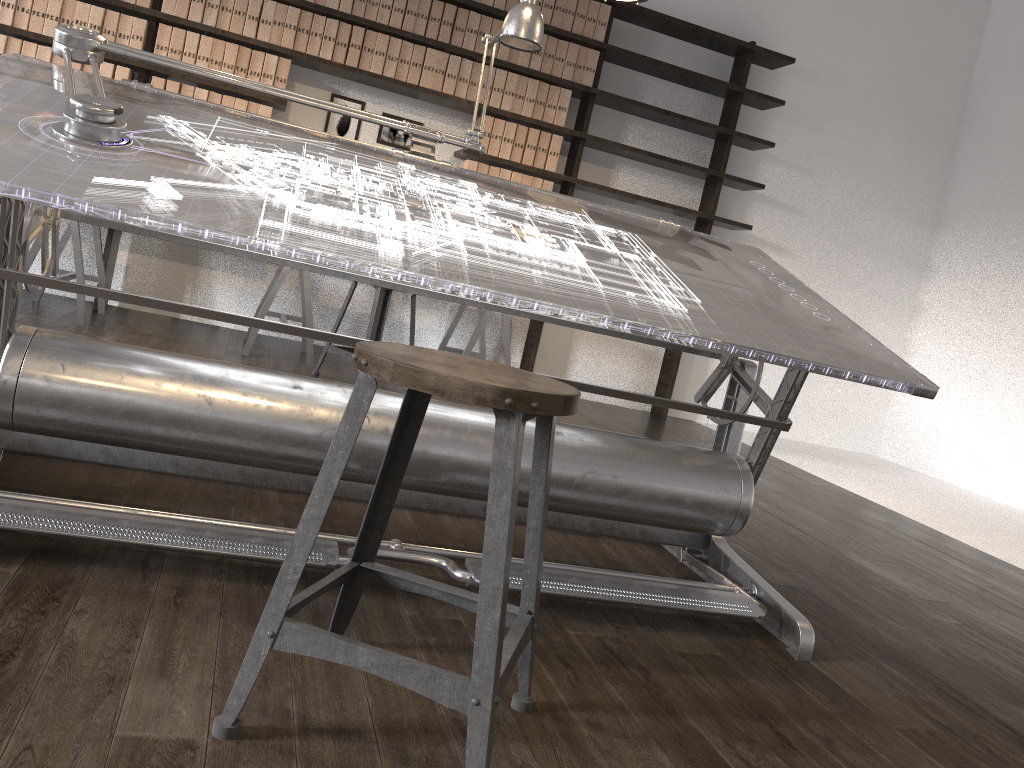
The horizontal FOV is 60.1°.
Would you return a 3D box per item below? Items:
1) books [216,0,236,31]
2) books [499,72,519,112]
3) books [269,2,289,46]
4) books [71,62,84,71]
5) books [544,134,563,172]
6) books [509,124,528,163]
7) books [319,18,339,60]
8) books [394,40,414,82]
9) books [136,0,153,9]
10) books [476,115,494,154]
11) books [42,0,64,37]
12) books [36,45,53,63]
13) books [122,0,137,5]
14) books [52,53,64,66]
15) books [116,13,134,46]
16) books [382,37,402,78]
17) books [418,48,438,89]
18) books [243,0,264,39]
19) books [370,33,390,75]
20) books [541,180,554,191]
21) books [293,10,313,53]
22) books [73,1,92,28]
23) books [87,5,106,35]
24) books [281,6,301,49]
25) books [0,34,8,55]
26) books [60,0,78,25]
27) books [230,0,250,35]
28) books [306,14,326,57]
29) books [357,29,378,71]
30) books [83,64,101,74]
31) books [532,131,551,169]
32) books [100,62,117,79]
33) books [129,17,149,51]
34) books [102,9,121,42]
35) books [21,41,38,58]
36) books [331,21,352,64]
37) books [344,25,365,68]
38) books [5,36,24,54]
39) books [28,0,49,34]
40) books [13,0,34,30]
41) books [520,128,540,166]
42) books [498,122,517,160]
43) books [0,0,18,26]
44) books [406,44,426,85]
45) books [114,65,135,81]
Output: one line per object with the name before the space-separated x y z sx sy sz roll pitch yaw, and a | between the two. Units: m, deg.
books | -1.550 -2.017 4.814 0.066 0.225 0.175 12 5 -17
books | -0.036 -1.726 5.278 0.066 0.225 0.176 12 5 -17
books | -1.291 -1.967 4.891 0.066 0.225 0.176 12 5 -17
books | -2.290 -1.604 4.649 0.066 0.225 0.176 12 5 -17
books | 0.230 -1.395 5.397 0.066 0.225 0.176 12 5 -17
books | 0.019 -1.436 5.334 0.066 0.225 0.176 12 5 -17
books | -1.032 -1.917 4.968 0.066 0.225 0.175 12 5 -17
books | -0.632 -1.841 5.097 0.066 0.225 0.175 12 5 -17
books | -1.927 -2.082 4.696 0.066 0.225 0.176 12 5 -17
books | -0.180 -1.474 5.272 0.066 0.225 0.176 12 5 -17
books | -2.360 -1.884 4.592 0.066 0.225 0.176 12 5 -17
books | -2.427 -1.630 4.608 0.066 0.225 0.175 12 5 -17
books | -1.992 -2.095 4.675 0.066 0.225 0.176 12 5 -17
books | -2.362 -1.618 4.633 0.066 0.225 0.176 12 5 -17
books | -2.047 -1.825 4.696 0.066 0.225 0.175 12 5 -17
books | -0.696 -1.853 5.074 0.066 0.225 0.175 12 5 -17
books | -0.496 -1.815 5.136 0.066 0.225 0.176 12 5 -17
books | -1.417 -1.991 4.849 0.066 0.225 0.176 12 5 -17
books | -0.763 -1.865 5.049 0.066 0.225 0.176 12 5 -17
books | 0.176 -1.127 5.416 0.066 0.225 0.176 12 5 -17
books | -1.166 -1.943 4.931 0.066 0.225 0.176 12 5 -17
books | -2.240 -1.861 4.633 0.066 0.225 0.176 12 5 -17
books | -2.177 -1.849 4.650 0.066 0.225 0.176 12 5 -17
books | -1.227 -1.954 4.906 0.066 0.225 0.176 12 5 -17
books | -2.622 -1.667 4.545 0.066 0.225 0.176 12 5 -17
books | -2.299 -1.873 4.616 0.066 0.225 0.176 12 5 -17
books | -1.484 -2.004 4.832 0.066 0.225 0.176 12 5 -17
books | -1.099 -1.930 4.952 0.066 0.225 0.175 12 5 -17
books | -0.827 -1.878 5.037 0.066 0.225 0.176 12 5 -17
books | -2.222 -1.591 4.676 0.066 0.225 0.176 12 5 -17
books | 0.159 -1.409 5.377 0.066 0.225 0.176 12 5 -17
books | -2.150 -1.577 4.693 0.066 0.225 0.176 12 5 -17
books | -1.984 -1.812 4.709 0.066 0.225 0.176 12 5 -17
books | -2.112 -1.837 4.674 0.066 0.225 0.176 12 5 -17
books | -2.494 -1.643 4.591 0.066 0.225 0.175 12 5 -17
books | -0.966 -1.905 4.994 0.066 0.225 0.176 12 5 -17
books | -0.894 -1.891 5.010 0.066 0.225 0.176 12 5 -17
books | -2.561 -1.656 4.570 0.066 0.225 0.176 12 5 -17
books | -2.425 -1.897 4.578 0.066 0.225 0.176 12 5 -17
books | -2.492 -1.910 4.558 0.066 0.225 0.175 12 5 -17
books | 0.091 -1.421 5.350 0.066 0.225 0.176 12 5 -17
books | -0.046 -1.448 5.309 0.066 0.225 0.175 12 5 -17
books | -2.557 -1.922 4.533 0.066 0.225 0.175 12 5 -17
books | -0.566 -1.828 5.116 0.066 0.225 0.176 12 5 -17
books | -2.077 -1.563 4.717 0.066 0.225 0.176 12 5 -17
